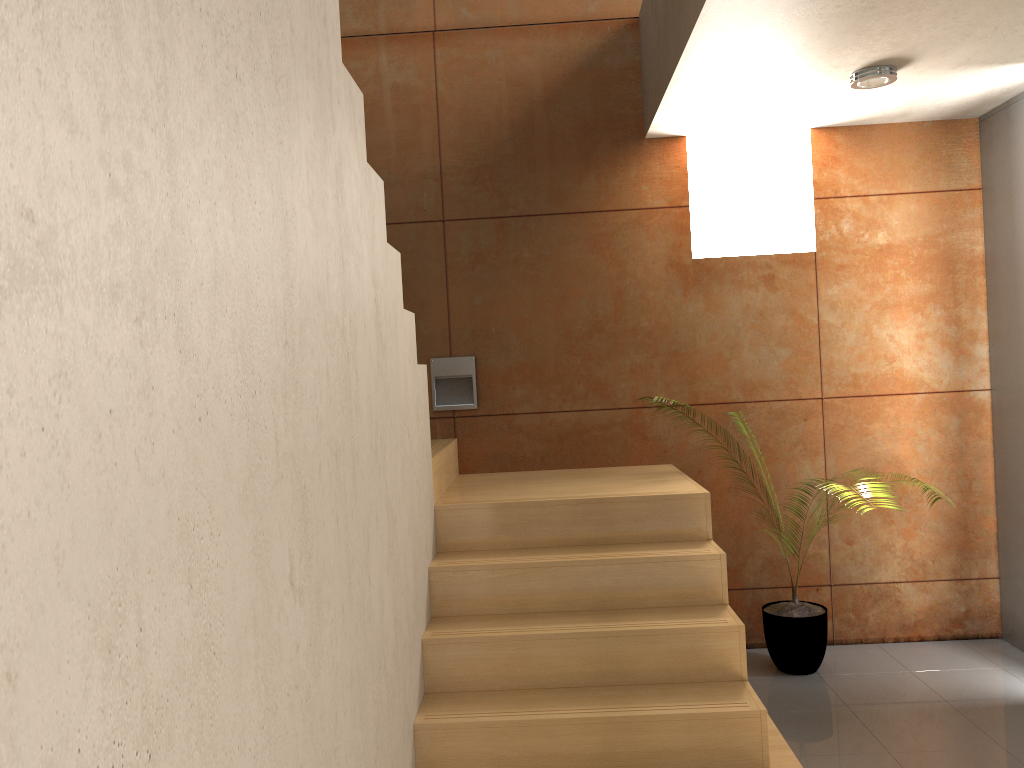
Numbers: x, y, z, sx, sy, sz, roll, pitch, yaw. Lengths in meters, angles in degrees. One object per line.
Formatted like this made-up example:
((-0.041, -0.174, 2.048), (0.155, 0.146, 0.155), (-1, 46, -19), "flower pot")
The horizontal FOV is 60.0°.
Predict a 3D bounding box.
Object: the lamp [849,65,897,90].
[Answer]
((1.428, -1.212, 3.506), (0.173, 0.044, 0.173), (-3, 1, 7), "lamp")

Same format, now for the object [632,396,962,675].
((0.754, 0.811, 1.463), (4.200, 1.455, 6.200), (-3, 1, 2), "object")

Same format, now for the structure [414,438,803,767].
((-0.110, 0.834, 3.194), (1.950, 1.110, 2.400), (-3, 1, 2), "structure")

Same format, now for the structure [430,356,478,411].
((-0.285, -0.003, 4.416), (0.220, 0.260, 0.096), (-3, 1, 2), "structure")
